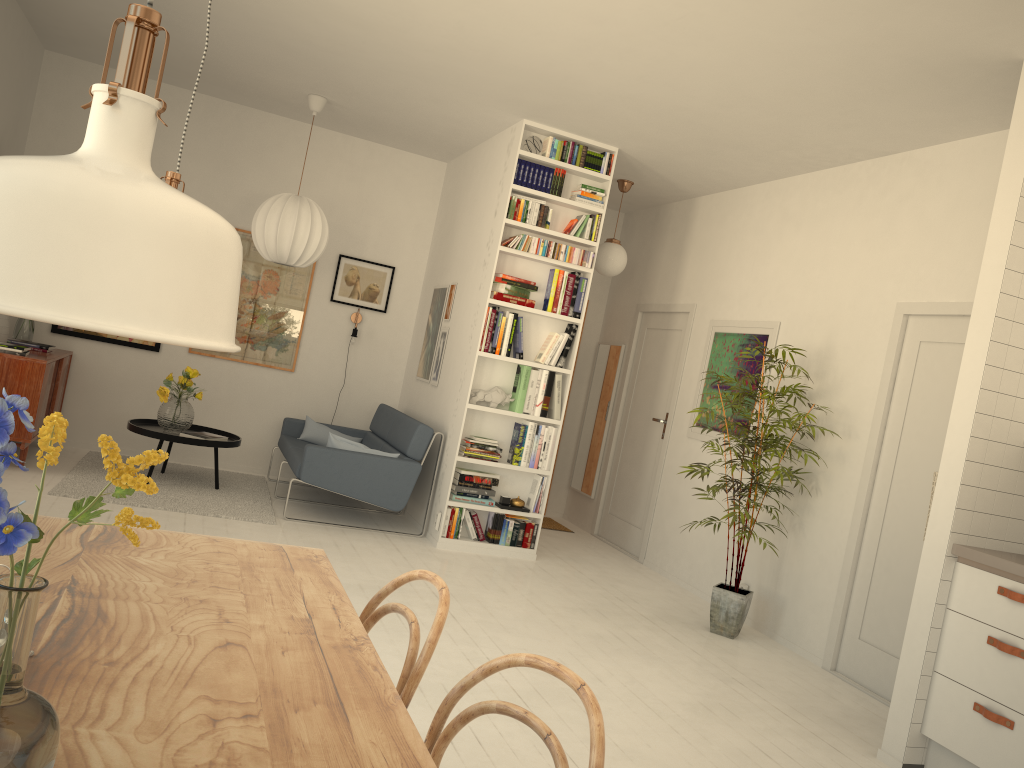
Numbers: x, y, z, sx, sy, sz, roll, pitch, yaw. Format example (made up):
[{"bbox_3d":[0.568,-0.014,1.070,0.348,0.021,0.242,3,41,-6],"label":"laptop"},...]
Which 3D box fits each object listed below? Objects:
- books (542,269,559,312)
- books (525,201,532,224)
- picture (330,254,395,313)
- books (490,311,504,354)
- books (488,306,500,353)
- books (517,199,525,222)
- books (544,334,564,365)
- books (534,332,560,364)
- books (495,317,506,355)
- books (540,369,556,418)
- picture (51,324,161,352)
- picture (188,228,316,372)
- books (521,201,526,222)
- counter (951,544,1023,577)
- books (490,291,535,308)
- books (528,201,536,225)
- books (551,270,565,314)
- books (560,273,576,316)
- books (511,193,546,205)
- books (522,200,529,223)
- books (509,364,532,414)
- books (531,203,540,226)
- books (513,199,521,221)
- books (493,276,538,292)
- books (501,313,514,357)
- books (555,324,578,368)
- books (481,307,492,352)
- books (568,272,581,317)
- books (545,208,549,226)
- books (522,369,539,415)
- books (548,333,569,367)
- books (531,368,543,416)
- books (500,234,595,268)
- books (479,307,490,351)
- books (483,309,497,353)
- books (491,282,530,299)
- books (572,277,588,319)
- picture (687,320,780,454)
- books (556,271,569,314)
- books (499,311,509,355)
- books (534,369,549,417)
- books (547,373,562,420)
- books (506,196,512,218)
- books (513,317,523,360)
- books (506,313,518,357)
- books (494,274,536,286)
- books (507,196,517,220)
[{"bbox_3d":[0.251,-0.647,6.150,0.032,0.300,0.200,11,1,-20],"label":"books"},{"bbox_3d":[0.080,-1.153,6.020,0.012,0.155,0.209,11,1,-20],"label":"books"},{"bbox_3d":[-1.258,-0.844,7.486,0.481,0.402,0.015,11,0,-20],"label":"picture"},{"bbox_3d":[-0.130,-0.350,6.017,0.030,0.289,0.200,11,1,-20],"label":"books"},{"bbox_3d":[-0.151,-0.368,6.010,0.021,0.317,0.179,11,1,-20],"label":"books"},{"bbox_3d":[0.029,-1.163,6.001,0.023,0.152,0.199,11,1,-20],"label":"books"},{"bbox_3d":[0.268,-0.240,6.152,0.105,0.225,0.138,11,1,-20],"label":"books"},{"bbox_3d":[0.238,-0.249,6.133,0.115,0.232,0.133,11,1,-20],"label":"books"},{"bbox_3d":[-0.106,-0.329,6.020,0.024,0.260,0.199,11,1,-20],"label":"books"},{"bbox_3d":[0.211,0.062,6.176,0.056,0.327,0.202,11,1,-20],"label":"books"},{"bbox_3d":[-3.027,-0.875,6.854,0.778,1.134,0.018,11,0,-20],"label":"picture"},{"bbox_3d":[-2.089,-0.690,7.205,0.837,1.052,0.012,11,0,-20],"label":"picture"},{"bbox_3d":[0.040,-1.160,6.021,0.013,0.149,0.209,11,1,-20],"label":"books"},{"bbox_3d":[1.757,0.753,0.936,2.855,0.163,4.847,11,1,-20],"label":"counter"},{"bbox_3d":[-0.017,-0.571,6.038,0.300,0.056,0.202,11,1,-20],"label":"books"},{"bbox_3d":[0.095,-1.153,6.043,0.028,0.159,0.223,11,1,-20],"label":"books"},{"bbox_3d":[0.285,-0.637,6.156,0.039,0.302,0.199,11,1,-20],"label":"books"},{"bbox_3d":[0.358,-0.617,6.171,0.059,0.291,0.182,11,1,-20],"label":"books"},{"bbox_3d":[0.087,-1.246,6.030,0.255,0.022,0.189,11,1,-10],"label":"books"},{"bbox_3d":[0.059,-1.159,6.029,0.024,0.155,0.188,11,1,-20],"label":"books"},{"bbox_3d":[0.041,0.030,6.109,0.056,0.328,0.229,11,1,-20],"label":"books"},{"bbox_3d":[0.126,-1.144,6.047,0.035,0.158,0.200,11,1,-20],"label":"books"},{"bbox_3d":[0.001,-1.166,5.997,0.030,0.149,0.202,11,1,-20],"label":"books"},{"bbox_3d":[-0.002,-0.680,6.057,0.314,0.035,0.205,11,1,-20],"label":"books"},{"bbox_3d":[-0.059,-0.336,6.039,0.032,0.291,0.189,11,1,-20],"label":"books"},{"bbox_3d":[0.360,-0.268,6.199,0.092,0.319,0.179,11,1,-20],"label":"books"},{"bbox_3d":[-0.202,-0.370,5.999,0.015,0.301,0.207,11,1,-20],"label":"books"},{"bbox_3d":[0.403,-0.621,6.187,0.039,0.317,0.161,11,1,-20],"label":"books"},{"bbox_3d":[0.207,-1.130,6.072,0.016,0.158,0.146,11,1,-20],"label":"books"},{"bbox_3d":[0.094,0.051,6.134,0.065,0.311,0.200,11,1,-20],"label":"books"},{"bbox_3d":[0.302,-0.241,6.189,0.092,0.244,0.197,11,1,-20],"label":"books"},{"bbox_3d":[0.130,0.049,6.166,0.023,0.321,0.235,11,1,-20],"label":"books"},{"bbox_3d":[0.207,-0.918,6.101,0.664,0.110,0.278,11,1,-20],"label":"books"},{"bbox_3d":[-0.221,-0.374,5.999,0.021,0.301,0.222,11,1,-20],"label":"books"},{"bbox_3d":[-0.178,-0.360,6.001,0.032,0.291,0.203,11,1,-20],"label":"books"},{"bbox_3d":[-0.010,-0.629,6.045,0.128,0.064,0.268,12,1,40],"label":"books"},{"bbox_3d":[0.445,-0.599,6.202,0.054,0.289,0.179,11,1,-20],"label":"books"},{"bbox_3d":[1.512,-0.007,6.137,0.012,0.877,0.822,11,1,-20],"label":"picture"},{"bbox_3d":[0.317,-0.630,6.163,0.029,0.301,0.185,11,1,-20],"label":"books"},{"bbox_3d":[-0.087,-0.346,6.043,0.020,0.304,0.193,11,1,-20],"label":"books"},{"bbox_3d":[0.165,0.055,6.164,0.037,0.324,0.240,11,1,-20],"label":"books"},{"bbox_3d":[0.280,0.082,6.209,0.099,0.316,0.229,11,1,-20],"label":"books"},{"bbox_3d":[-0.060,-1.182,5.997,0.018,0.156,0.205,11,1,-20],"label":"books"},{"bbox_3d":[0.029,-0.317,6.076,0.093,0.288,0.200,11,1,-20],"label":"books"},{"bbox_3d":[-0.025,-0.336,6.043,0.033,0.306,0.150,11,1,-20],"label":"books"},{"bbox_3d":[-0.001,-0.710,6.047,0.266,0.026,0.203,11,1,-31],"label":"books"},{"bbox_3d":[-0.026,-1.176,5.983,0.034,0.162,0.197,11,1,-20],"label":"books"}]
